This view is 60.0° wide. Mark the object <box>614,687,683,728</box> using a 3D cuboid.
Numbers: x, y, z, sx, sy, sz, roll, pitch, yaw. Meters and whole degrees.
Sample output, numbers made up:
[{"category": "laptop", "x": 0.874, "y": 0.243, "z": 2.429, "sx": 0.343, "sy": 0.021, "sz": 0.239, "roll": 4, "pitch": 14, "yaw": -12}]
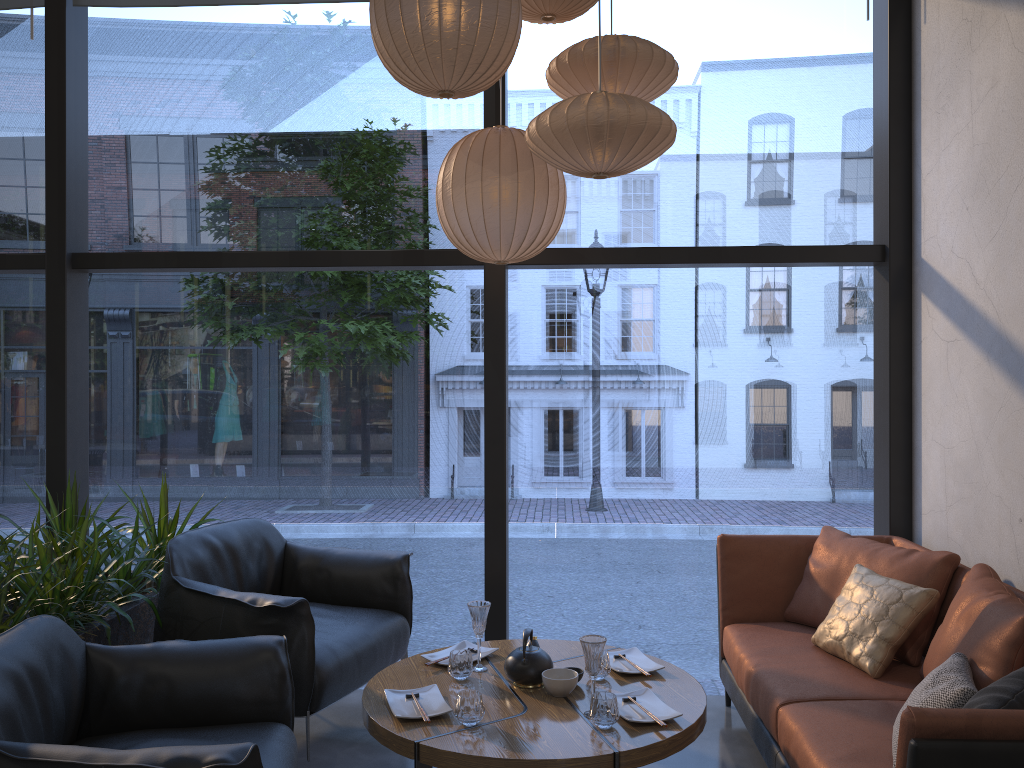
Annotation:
[{"category": "object", "x": 0.390, "y": 0.969, "z": 2.636, "sx": 0.170, "sy": 0.025, "sz": 0.294, "roll": 0, "pitch": 0, "yaw": -17}]

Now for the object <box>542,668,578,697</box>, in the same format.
[{"category": "object", "x": 0.152, "y": 0.950, "z": 2.805, "sx": 0.116, "sy": 0.065, "sz": 0.116, "roll": 0, "pitch": 0, "yaw": 33}]

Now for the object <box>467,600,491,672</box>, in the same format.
[{"category": "object", "x": -0.113, "y": 0.868, "z": 3.053, "sx": 0.082, "sy": 0.227, "sz": 0.082, "roll": 0, "pitch": 0, "yaw": -15}]

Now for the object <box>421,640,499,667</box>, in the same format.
[{"category": "object", "x": -0.202, "y": 0.970, "z": 3.154, "sx": 0.170, "sy": 0.025, "sz": 0.294, "roll": 0, "pitch": 0, "yaw": 39}]

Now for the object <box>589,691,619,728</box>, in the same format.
[{"category": "object", "x": 0.265, "y": 0.939, "z": 2.549, "sx": 0.086, "sy": 0.086, "sz": 0.086, "roll": 0, "pitch": 0, "yaw": 7}]

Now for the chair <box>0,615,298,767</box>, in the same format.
[{"category": "chair", "x": -1.014, "y": 1.040, "z": 2.401, "sx": 0.833, "sy": 0.743, "sz": 1.030, "roll": 0, "pitch": 0, "yaw": -11}]

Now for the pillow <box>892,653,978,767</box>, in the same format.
[{"category": "pillow", "x": 1.120, "y": 0.880, "z": 2.356, "sx": 0.203, "sy": 0.263, "sz": 0.332, "roll": 0, "pitch": 0, "yaw": 23}]

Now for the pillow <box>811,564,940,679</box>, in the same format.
[{"category": "pillow", "x": 1.305, "y": 0.851, "z": 3.241, "sx": 0.289, "sy": 0.311, "sz": 0.393, "roll": 0, "pitch": 0, "yaw": -16}]

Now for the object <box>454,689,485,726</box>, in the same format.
[{"category": "object", "x": -0.122, "y": 0.939, "z": 2.570, "sx": 0.086, "sy": 0.086, "sz": 0.086, "roll": 0, "pitch": 0, "yaw": 7}]

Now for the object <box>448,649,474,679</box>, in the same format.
[{"category": "object", "x": -0.172, "y": 0.939, "z": 2.966, "sx": 0.086, "sy": 0.086, "sz": 0.086, "roll": 0, "pitch": 0, "yaw": 41}]

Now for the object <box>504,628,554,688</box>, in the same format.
[{"category": "object", "x": 0.053, "y": 0.892, "z": 2.917, "sx": 0.163, "sy": 0.179, "sz": 0.168, "roll": 0, "pitch": 0, "yaw": -31}]

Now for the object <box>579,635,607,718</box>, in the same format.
[{"category": "object", "x": 0.241, "y": 0.868, "z": 2.631, "sx": 0.082, "sy": 0.227, "sz": 0.082, "roll": 0, "pitch": 0, "yaw": -44}]

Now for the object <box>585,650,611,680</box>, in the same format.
[{"category": "object", "x": 0.287, "y": 0.938, "z": 2.961, "sx": 0.086, "sy": 0.086, "sz": 0.086, "roll": 0, "pitch": 0, "yaw": 7}]

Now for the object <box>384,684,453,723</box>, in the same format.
[{"category": "object", "x": -0.281, "y": 0.971, "z": 2.671, "sx": 0.170, "sy": 0.025, "sz": 0.294, "roll": 0, "pitch": 0, "yaw": -17}]

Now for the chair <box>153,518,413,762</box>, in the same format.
[{"category": "chair", "x": -0.930, "y": 0.962, "z": 3.624, "sx": 0.833, "sy": 0.743, "sz": 1.030, "roll": 0, "pitch": 0, "yaw": 17}]

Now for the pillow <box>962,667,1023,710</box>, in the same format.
[{"category": "pillow", "x": 1.095, "y": 0.847, "z": 2.073, "sx": 0.242, "sy": 0.345, "sz": 0.418, "roll": 0, "pitch": 0, "yaw": 44}]

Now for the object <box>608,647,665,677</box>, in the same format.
[{"category": "object", "x": 0.413, "y": 0.969, "z": 3.065, "sx": 0.170, "sy": 0.025, "sz": 0.294, "roll": 0, "pitch": 0, "yaw": -17}]

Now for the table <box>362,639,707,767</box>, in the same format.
[{"category": "table", "x": -4.179, "y": 1.476, "z": 0.234, "sx": 10.659, "sy": 0.968, "sz": 6.876, "roll": 0, "pitch": 0, "yaw": 3}]

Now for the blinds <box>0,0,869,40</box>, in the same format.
[{"category": "blinds", "x": -7.675, "y": -2.780, "z": 1.089, "sx": 17.610, "sy": 2.314, "sz": 8.760, "roll": 0, "pitch": 0, "yaw": -43}]

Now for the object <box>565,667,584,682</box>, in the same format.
[{"category": "object", "x": 0.196, "y": 0.961, "z": 2.906, "sx": 0.080, "sy": 0.042, "sz": 0.080, "roll": 0, "pitch": 0, "yaw": -35}]
